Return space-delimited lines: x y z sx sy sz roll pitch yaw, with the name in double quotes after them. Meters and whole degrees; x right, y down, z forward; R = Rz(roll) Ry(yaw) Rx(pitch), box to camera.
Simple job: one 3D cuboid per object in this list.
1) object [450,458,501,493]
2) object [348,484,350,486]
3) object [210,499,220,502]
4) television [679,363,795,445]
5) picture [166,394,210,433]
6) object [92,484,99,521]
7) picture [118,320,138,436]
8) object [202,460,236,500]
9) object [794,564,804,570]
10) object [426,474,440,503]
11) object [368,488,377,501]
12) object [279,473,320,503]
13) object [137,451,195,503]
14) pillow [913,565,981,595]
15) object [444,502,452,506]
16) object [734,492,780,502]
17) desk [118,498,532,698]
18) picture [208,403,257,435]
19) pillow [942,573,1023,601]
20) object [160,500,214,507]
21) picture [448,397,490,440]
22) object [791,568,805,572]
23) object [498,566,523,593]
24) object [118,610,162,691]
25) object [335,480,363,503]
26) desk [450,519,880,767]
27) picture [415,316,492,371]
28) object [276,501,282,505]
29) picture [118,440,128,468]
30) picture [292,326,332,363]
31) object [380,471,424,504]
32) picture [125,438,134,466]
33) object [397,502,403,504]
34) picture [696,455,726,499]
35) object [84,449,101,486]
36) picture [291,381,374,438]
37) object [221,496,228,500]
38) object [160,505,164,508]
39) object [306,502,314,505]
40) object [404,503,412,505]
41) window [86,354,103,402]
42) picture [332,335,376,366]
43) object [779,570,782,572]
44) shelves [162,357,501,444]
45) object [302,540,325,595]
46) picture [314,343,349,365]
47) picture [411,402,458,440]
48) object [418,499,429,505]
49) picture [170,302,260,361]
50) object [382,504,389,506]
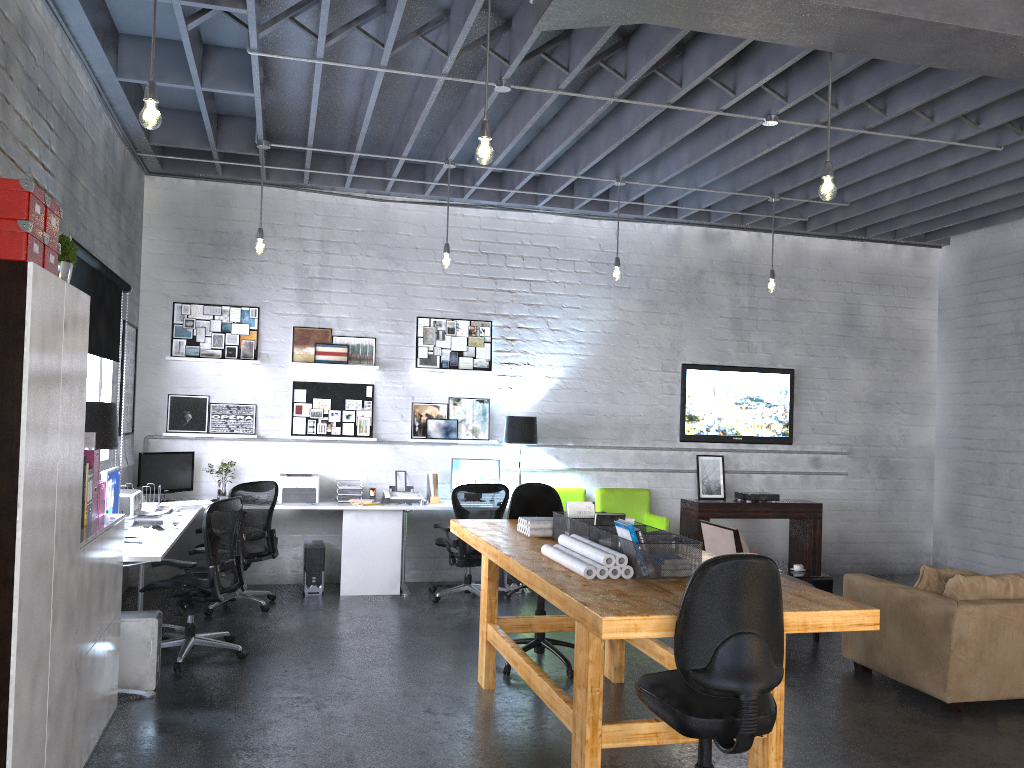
-0.356 0.917 8.439 0.465 0.417 0.212 2 -1 -10 "object"
-1.502 0.931 8.171 0.011 0.010 0.126 2 -2 -5 "object"
-2.558 1.008 7.659 0.114 0.036 0.058 1 -2 25 "object"
2.379 0.220 9.331 1.324 0.816 0.021 2 -1 -15 "television"
-2.911 0.268 7.967 0.355 0.343 0.042 2 -1 -15 "picture"
-2.198 0.592 4.434 0.214 0.177 0.161 2 -2 -14 "object"
-3.203 -0.039 7.405 0.020 0.935 0.658 2 -2 -15 "picture"
-2.590 0.853 7.908 0.271 0.362 0.297 1 -2 30 "object"
2.584 1.657 8.005 0.077 0.052 0.081 1 -2 34 "object"
-0.740 0.980 8.338 0.087 0.259 0.236 2 -2 -15 "object"
-1.298 1.026 8.247 0.093 0.116 0.067 2 -1 -15 "object"
-1.932 0.943 8.045 0.351 0.235 0.351 2 -2 -15 "object"
-2.983 0.797 7.623 0.147 0.427 0.560 1 -2 22 "object"
2.720 1.332 5.569 0.523 0.403 0.319 2 -2 5 "pillow"
-0.398 1.098 8.129 0.422 0.028 0.181 3 -2 -20 "object"
2.535 1.170 9.181 0.371 0.082 0.266 2 -2 -15 "object"
-1.239 1.425 6.706 3.575 0.785 3.299 2 -2 -15 "desk"
-2.539 0.316 8.060 0.410 0.277 0.036 2 -1 -15 "picture"
2.907 1.333 5.398 0.704 0.402 0.291 2 -2 -15 "pillow"
-2.719 0.998 7.421 0.181 0.028 0.422 0 -3 35 "object"
-0.418 0.339 8.614 0.410 0.408 0.047 2 -1 -15 "picture"
2.582 1.680 8.003 0.131 0.016 0.131 2 -2 -8 "object"
-0.035 1.712 8.329 0.180 0.411 0.476 2 -2 -15 "object"
-2.255 1.517 5.029 0.478 0.411 0.200 2 -1 -15 "object"
-1.497 0.988 8.152 0.229 0.180 0.316 2 -2 -15 "object"
0.478 1.329 4.562 1.115 0.926 2.833 2 -2 -15 "desk"
-0.557 -0.383 8.581 0.749 0.503 0.058 2 -1 -15 "picture"
-2.071 1.033 7.728 0.103 0.021 0.131 3 -3 -35 "object"
-3.173 0.569 7.233 0.036 0.221 0.289 2 -2 -15 "picture"
-1.861 -0.356 8.248 0.355 0.343 0.042 2 -1 -15 "picture"
-1.035 0.957 8.267 0.405 0.280 0.399 2 -2 -15 "object"
-3.261 0.579 7.569 0.036 0.221 0.289 2 -2 -15 "picture"
-1.020 1.081 8.019 0.011 0.011 0.125 1 -2 24 "object"
2.071 0.969 9.227 0.308 0.456 0.092 2 -1 -15 "picture"
-2.193 0.416 4.438 0.214 0.177 0.161 2 -2 -14 "object"
-1.671 0.239 8.283 0.749 0.503 0.058 2 -1 -15 "picture"
-2.326 0.994 7.703 0.279 0.081 0.411 4 -3 -45 "object"
-2.858 0.992 7.177 0.048 0.012 0.111 3 -3 -35 "object"
-1.766 1.047 7.769 0.075 0.016 0.017 1 -2 10 "object"
-0.936 1.082 7.991 0.076 0.016 0.017 0 -2 35 "object"
-2.894 -0.074 5.842 0.030 1.219 1.822 2 -2 -15 "window"
-1.489 -0.308 8.342 0.410 0.277 0.036 2 -1 -15 "picture"
2.345 1.663 7.936 0.137 0.031 0.137 1 -2 11 "object"
-1.605 0.169 8.228 3.024 0.694 0.199 2 -1 -15 "shelves"
-1.783 1.642 7.955 0.180 0.411 0.476 2 -2 -15 "object"
-1.685 -0.277 8.274 0.311 0.196 0.029 2 -1 -15 "picture"
-0.742 0.357 8.520 0.452 0.345 0.054 2 -1 -15 "picture"
-0.802 1.071 8.041 0.095 0.050 0.095 0 -3 44 "object"
-2.683 -0.471 8.027 0.749 0.503 0.058 2 -1 -15 "picture"
-1.129 1.078 7.920 0.008 0.007 0.142 1 -2 20 "object"
